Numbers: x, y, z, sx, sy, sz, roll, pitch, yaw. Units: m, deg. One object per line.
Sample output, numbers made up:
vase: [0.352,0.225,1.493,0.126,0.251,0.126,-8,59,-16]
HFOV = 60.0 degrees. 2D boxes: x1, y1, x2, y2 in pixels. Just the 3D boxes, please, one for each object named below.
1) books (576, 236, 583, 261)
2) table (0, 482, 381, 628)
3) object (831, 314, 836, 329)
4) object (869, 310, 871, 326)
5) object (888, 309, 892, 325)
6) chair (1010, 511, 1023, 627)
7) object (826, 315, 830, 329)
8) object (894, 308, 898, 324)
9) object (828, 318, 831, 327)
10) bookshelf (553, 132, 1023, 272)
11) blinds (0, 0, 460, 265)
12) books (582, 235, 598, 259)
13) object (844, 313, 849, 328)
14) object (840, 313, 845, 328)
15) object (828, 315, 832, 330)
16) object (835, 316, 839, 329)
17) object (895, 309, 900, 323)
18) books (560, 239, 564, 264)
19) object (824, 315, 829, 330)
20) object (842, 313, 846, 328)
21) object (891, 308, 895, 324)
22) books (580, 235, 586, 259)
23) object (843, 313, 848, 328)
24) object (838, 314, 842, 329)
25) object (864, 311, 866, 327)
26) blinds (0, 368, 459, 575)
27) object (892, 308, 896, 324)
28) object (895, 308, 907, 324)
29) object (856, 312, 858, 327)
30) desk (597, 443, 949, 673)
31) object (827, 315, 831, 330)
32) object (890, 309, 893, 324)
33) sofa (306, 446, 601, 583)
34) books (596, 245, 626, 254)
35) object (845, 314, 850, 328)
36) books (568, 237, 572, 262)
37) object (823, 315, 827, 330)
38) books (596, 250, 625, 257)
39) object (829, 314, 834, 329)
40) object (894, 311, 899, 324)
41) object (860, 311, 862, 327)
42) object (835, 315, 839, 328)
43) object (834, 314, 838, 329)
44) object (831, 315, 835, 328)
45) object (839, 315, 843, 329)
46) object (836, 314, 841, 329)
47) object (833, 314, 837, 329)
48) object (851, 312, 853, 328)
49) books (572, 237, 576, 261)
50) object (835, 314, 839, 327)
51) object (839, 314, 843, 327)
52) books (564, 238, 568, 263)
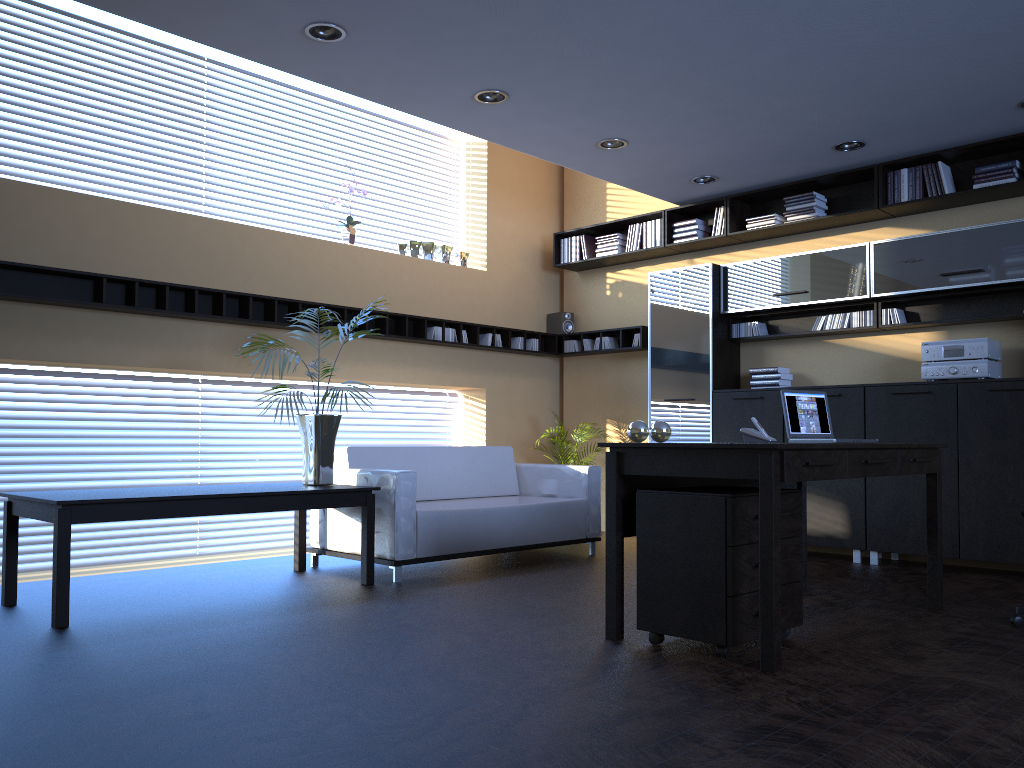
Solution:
books: [0.716,-1.325,8.808,0.050,0.258,0.207,-2,-3,44]
table: [-1.804,0.917,5.159,0.898,0.602,1.896,-3,-5,44]
object: [2.586,-0.488,7.040,0.040,0.118,0.142,-2,-4,44]
object: [2.790,-0.500,6.836,0.009,0.120,0.142,-2,-4,45]
object: [2.891,-0.505,6.741,0.009,0.120,0.142,-2,-4,44]
chair: [2.825,0.564,4.101,0.768,1.214,0.833,0,-3,1]
object: [2.551,-0.485,7.076,0.036,0.116,0.140,-2,-4,44]
object: [2.928,-0.507,6.704,0.026,0.117,0.140,-2,-4,45]
object: [2.566,-0.486,7.063,0.040,0.118,0.142,-2,-4,45]
bookshelf: [2.368,-1.437,7.213,5.127,0.340,0.362,-3,-5,44]
blinds: [-2.418,-1.934,6.924,0.039,1.459,5.395,-2,-4,44]
books: [0.782,-1.329,8.740,0.075,0.259,0.207,-2,-3,44]
object: [2.656,-0.492,6.967,0.036,0.116,0.140,-2,-4,44]
object: [2.635,-0.491,6.989,0.040,0.118,0.142,-2,-4,44]
object: [2.565,-0.486,7.061,0.036,0.116,0.140,-2,-4,45]
object: [2.607,-0.489,7.018,0.036,0.116,0.140,-2,-4,44]
object: [2.940,-0.507,6.694,0.036,0.116,0.140,-2,-4,45]
books: [0.567,-1.317,8.953,0.050,0.258,0.207,-2,-3,44]
object: [2.541,-0.485,7.081,0.040,0.118,0.142,-2,-4,44]
object: [2.645,-0.491,6.985,0.040,0.118,0.142,-2,-4,44]
object: [2.912,-0.506,6.718,0.030,0.120,0.142,-2,-4,45]
books: [0.763,-1.327,8.766,0.075,0.259,0.207,-2,-3,44]
object: [2.651,-0.491,6.977,0.040,0.118,0.142,-2,-4,44]
object: [2.620,-0.490,7.002,0.036,0.116,0.140,-2,-4,44]
object: [2.762,-0.498,6.865,0.009,0.120,0.142,-2,-4,44]
blinds: [-2.430,0.639,6.829,0.047,1.366,5.395,-2,-4,44]
object: [2.920,-0.507,6.711,0.030,0.120,0.142,-2,-4,45]
object: [2.941,-0.506,6.696,0.040,0.118,0.142,-2,-4,44]
object: [2.716,-0.496,6.905,0.009,0.120,0.142,-2,-4,44]
desk: [1.379,0.740,4.405,0.914,0.889,1.896,-3,-4,44]
object: [2.556,-0.486,7.067,0.036,0.116,0.140,-2,-4,44]
object: [2.907,-0.506,6.727,0.026,0.117,0.140,-2,-4,45]
sofa: [-0.371,0.892,6.628,1.015,0.847,2.058,-3,-4,44]
books: [0.974,-1.286,8.555,0.258,0.050,0.207,-3,-5,44]
object: [2.664,-0.492,6.962,0.040,0.118,0.142,-2,-4,44]
books: [0.636,-1.321,8.875,0.050,0.258,0.207,-2,-3,44]
object: [2.534,-0.485,7.088,0.040,0.118,0.142,-2,-4,44]
books: [0.978,-1.236,8.542,0.207,0.050,0.258,4,-5,-45]
object: [2.569,-0.487,7.051,0.040,0.118,0.142,-2,-4,44]
object: [2.930,-0.507,6.706,0.030,0.120,0.142,-2,-4,45]
object: [2.738,-0.497,6.884,0.009,0.120,0.142,-2,-4,44]
object: [2.608,-0.489,7.019,0.040,0.118,0.142,-2,-4,44]
object: [2.598,-0.488,7.023,0.036,0.116,0.140,-2,-4,44]
object: [2.580,-0.487,7.048,0.036,0.116,0.140,-2,-4,44]
object: [2.633,-0.490,7.001,0.040,0.118,0.142,-2,-4,44]
object: [2.611,-0.489,7.008,0.040,0.118,0.142,-2,-4,44]
object: [2.595,-0.488,7.035,0.040,0.118,0.142,-2,-4,45]
object: [2.689,-0.494,6.935,0.009,0.120,0.142,-2,-4,44]
books: [0.679,-1.323,8.844,0.050,0.258,0.207,-2,-3,45]
object: [2.601,-0.488,7.027,0.040,0.118,0.142,-2,-4,44]
object: [2.623,-0.490,7.006,0.040,0.118,0.142,-2,-4,44]
books: [0.606,-1.318,8.919,0.050,0.258,0.207,-2,-3,44]
